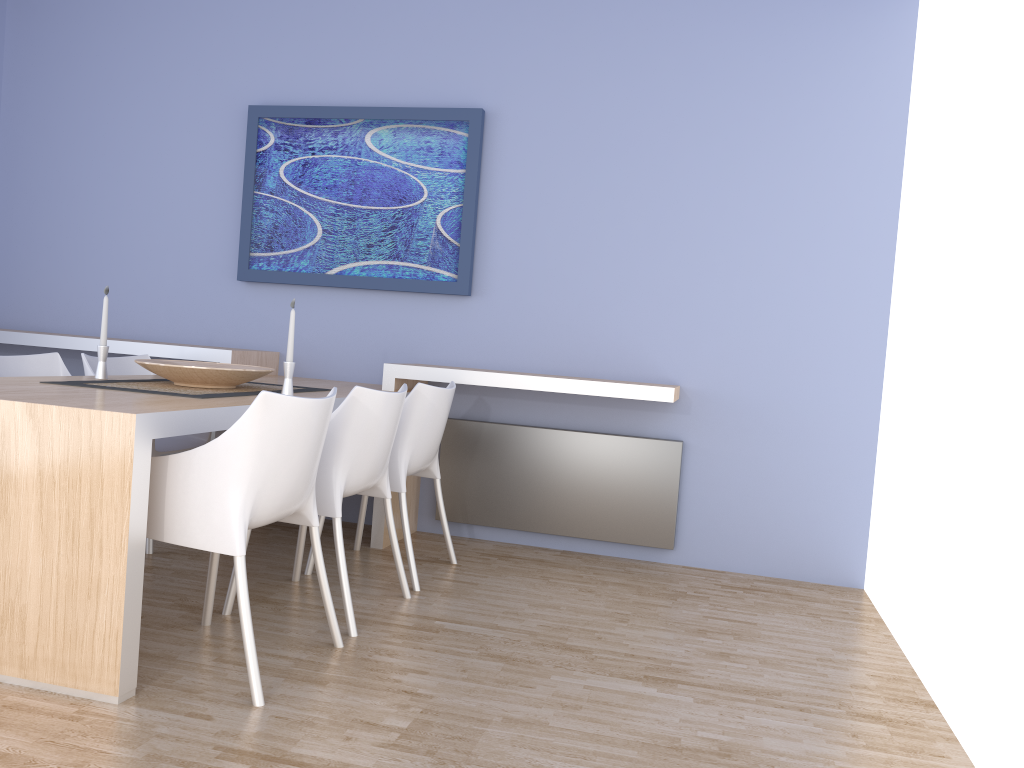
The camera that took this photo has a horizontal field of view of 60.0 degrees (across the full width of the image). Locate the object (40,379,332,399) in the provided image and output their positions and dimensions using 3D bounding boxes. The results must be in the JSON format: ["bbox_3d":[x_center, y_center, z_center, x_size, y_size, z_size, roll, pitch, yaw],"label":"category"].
[{"bbox_3d":[-1.140,0.010,3.298,0.594,0.005,0.986,5,2,13],"label":"object"}]

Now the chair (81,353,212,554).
[{"bbox_3d":[-1.619,0.275,3.899,0.486,0.793,0.510,5,2,13],"label":"chair"}]

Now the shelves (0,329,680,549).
[{"bbox_3d":[-1.190,0.265,4.392,3.901,0.840,0.463,5,2,13],"label":"shelves"}]

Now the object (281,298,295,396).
[{"bbox_3d":[-0.779,-0.129,3.117,0.045,0.349,0.045,5,2,13],"label":"object"}]

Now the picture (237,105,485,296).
[{"bbox_3d":[-0.779,-0.933,4.457,1.252,0.901,0.049,5,2,13],"label":"picture"}]

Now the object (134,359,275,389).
[{"bbox_3d":[-1.139,-0.033,3.299,0.493,0.081,0.493,6,3,32],"label":"object"}]

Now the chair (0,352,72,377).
[{"bbox_3d":[-1.753,0.285,3.341,0.486,0.793,0.510,5,2,13],"label":"chair"}]

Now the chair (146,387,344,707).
[{"bbox_3d":[-0.775,0.393,2.517,0.486,0.793,0.510,5,2,13],"label":"chair"}]

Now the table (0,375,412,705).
[{"bbox_3d":[-1.152,0.367,3.417,1.002,0.718,2.340,5,2,13],"label":"table"}]

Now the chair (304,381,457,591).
[{"bbox_3d":[-0.499,0.371,3.667,0.486,0.793,0.510,5,2,13],"label":"chair"}]

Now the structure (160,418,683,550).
[{"bbox_3d":[-1.090,0.353,4.555,3.843,0.503,0.064,5,2,13],"label":"structure"}]

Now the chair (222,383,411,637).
[{"bbox_3d":[-0.636,0.382,3.096,0.486,0.793,0.510,5,2,14],"label":"chair"}]

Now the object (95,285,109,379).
[{"bbox_3d":[-1.515,-0.193,3.293,0.045,0.349,0.045,3,3,-35],"label":"object"}]
